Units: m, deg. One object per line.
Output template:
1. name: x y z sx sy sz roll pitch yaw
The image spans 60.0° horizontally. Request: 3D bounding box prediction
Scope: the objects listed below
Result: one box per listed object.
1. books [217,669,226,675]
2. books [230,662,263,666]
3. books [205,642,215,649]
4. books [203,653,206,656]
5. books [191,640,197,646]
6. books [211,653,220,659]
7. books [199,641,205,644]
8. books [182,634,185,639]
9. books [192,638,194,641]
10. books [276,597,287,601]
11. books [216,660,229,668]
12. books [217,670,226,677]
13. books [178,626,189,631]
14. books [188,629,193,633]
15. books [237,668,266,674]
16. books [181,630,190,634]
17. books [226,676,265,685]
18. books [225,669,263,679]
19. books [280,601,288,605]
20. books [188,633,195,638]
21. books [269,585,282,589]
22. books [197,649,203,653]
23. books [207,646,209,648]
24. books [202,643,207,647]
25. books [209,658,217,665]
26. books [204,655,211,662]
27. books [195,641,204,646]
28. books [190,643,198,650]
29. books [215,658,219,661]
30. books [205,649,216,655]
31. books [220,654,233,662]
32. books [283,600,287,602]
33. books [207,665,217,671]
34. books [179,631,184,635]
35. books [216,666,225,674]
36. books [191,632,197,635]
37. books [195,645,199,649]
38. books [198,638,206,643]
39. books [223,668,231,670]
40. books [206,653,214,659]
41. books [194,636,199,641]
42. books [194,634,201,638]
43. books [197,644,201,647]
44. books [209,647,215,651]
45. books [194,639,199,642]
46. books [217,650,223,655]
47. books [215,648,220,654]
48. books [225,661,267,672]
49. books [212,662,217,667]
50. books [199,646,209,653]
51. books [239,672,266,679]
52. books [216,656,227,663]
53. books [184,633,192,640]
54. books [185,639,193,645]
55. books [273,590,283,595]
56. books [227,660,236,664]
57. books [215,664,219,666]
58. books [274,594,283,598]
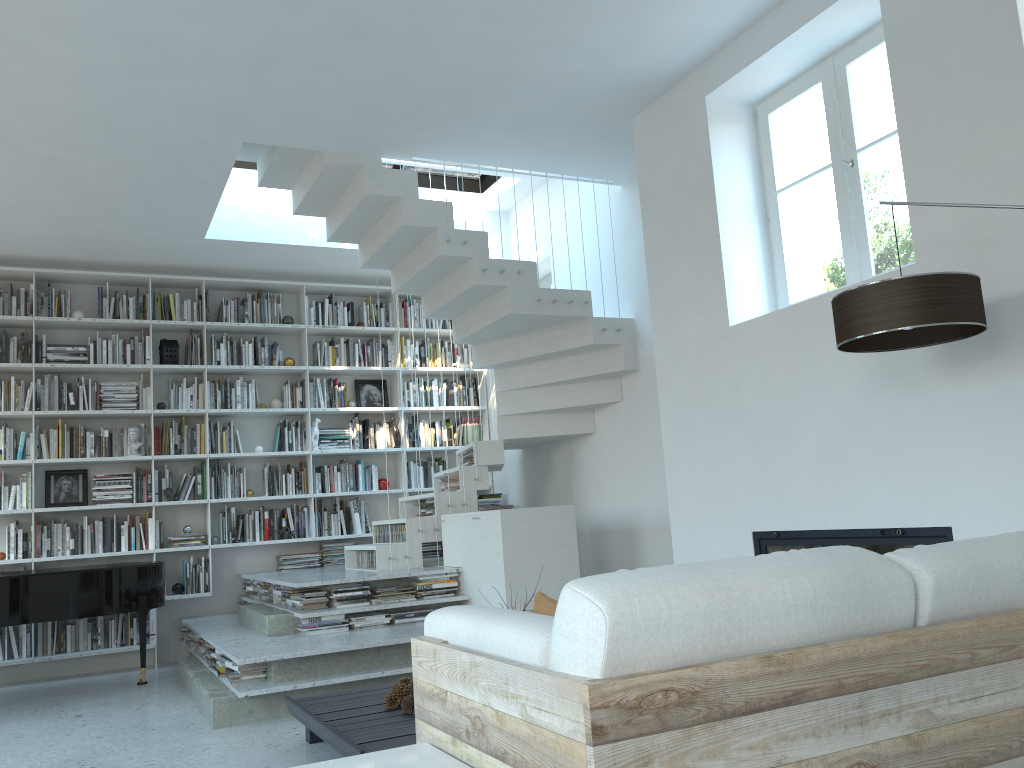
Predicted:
1. books: -1.597 1.654 5.148 0.178 0.009 0.277 0 -10 -28
2. books: -1.468 1.523 4.890 0.165 0.015 0.243 -1 -9 -22
3. books: -1.864 1.671 5.699 0.170 0.014 0.281 1 -10 -29
4. books: -1.990 1.813 5.963 0.161 0.008 0.254 -1 -9 -21
5. books: -2.258 1.894 6.519 0.172 0.014 0.221 0 -9 -25
6. books: -1.732 1.652 5.422 0.180 0.016 0.183 1 -10 -29
7. books: -1.998 1.731 5.973 0.165 0.014 0.236 1 -10 -31
8. books: -2.524 1.997 7.050 0.179 0.012 0.262 0 -9 -23
9. books: -2.264 1.858 6.522 0.171 0.020 0.194 -1 -9 -22
10. books: -1.547 1.490 6.195 0.167 0.024 0.192 0 -9 -25
11. books: -1.603 1.617 5.152 0.191 0.015 0.246 0 -9 -25
12. books: -1.605 1.666 5.142 0.191 0.016 0.209 -1 -9 -21
13. books: -2.535 1.938 7.055 0.191 0.013 0.244 1 -10 -30
14. books: -2.392 1.887 6.803 0.160 0.009 0.292 0 -9 -24
15. books: -1.447 1.567 4.893 0.137 0.019 0.225 0 -9 -25
16. books: -2.526 1.962 7.055 0.188 0.009 0.211 0 -10 -27
17. books: -1.466 1.616 4.875 0.184 0.017 0.230 0 -9 -24
18. books: -1.474 1.585 4.877 0.187 0.017 0.206 -1 -9 -21
19. books: -1.537 1.523 6.194 0.132 0.016 0.262 -1 -9 -21
20. books: -2.268 1.841 6.523 0.180 0.015 0.294 0 -10 -28
21. books: -1.570 1.411 6.197 0.192 0.014 0.257 1 -10 -30
22. books: -2.117 1.869 6.241 0.157 0.014 0.180 1 -10 -29
23. books: -1.985 1.751 5.976 0.155 0.009 0.298 0 -9 -25
24. books: -1.990 1.743 5.975 0.169 0.009 0.242 0 -9 -26
25. books: -1.733 1.683 5.417 0.189 0.013 0.215 0 -10 -28
26. books: -1.867 1.751 5.684 0.189 0.009 0.291 0 -9 -23
27. books: -2.125 1.817 6.246 0.159 0.011 0.246 1 -10 -30
28. books: -2.263 1.914 6.513 0.177 0.026 0.230 0 -9 -23
29. books: -1.729 1.664 5.422 0.171 0.007 0.261 0 -9 -23
30. books: -1.859 1.715 5.694 0.160 0.025 0.244 1 -10 -31
31. books: -1.482 1.499 4.888 0.192 0.014 0.257 1 -10 -30
32. books: -1.530 1.508 6.200 0.136 0.013 0.258 0 -9 -26
33. books: -1.735 1.721 5.409 0.193 0.005 0.225 1 -10 -30
34. books: -2.528 1.972 7.052 0.177 0.012 0.279 1 -10 -30
35. books: -1.603 1.647 5.146 0.191 0.006 0.275 0 -9 -24
36. books: -2.145 1.746 6.249 0.193 0.005 0.225 1 -10 -30
37. books: -2.122 1.848 6.242 0.159 0.012 0.293 1 -10 -29
38. books: -2.001 1.719 5.974 0.179 0.012 0.249 1 -10 -29
39. books: -1.590 1.641 5.154 0.170 0.006 0.268 0 -9 -26
40. books: -1.860 1.733 5.691 0.177 0.011 0.220 0 -9 -24
41. books: -2.138 1.782 6.246 0.182 0.016 0.199 -1 -9 -21
42. books: -2.132 1.767 6.251 0.171 0.015 0.253 1 -10 -29
43. books: -2.119 1.836 6.246 0.165 0.012 0.205 0 -9 -26
44. books: -1.851 1.694 5.702 0.142 0.017 0.239 1 -10 -30
45. books: -2.131 1.795 6.247 0.169 0.009 0.242 1 -10 -30
46. books: -1.608 1.547 5.161 0.182 0.016 0.257 0 -9 -23
47. books: -1.720 1.630 5.432 0.141 0.028 0.223 1 -10 -31
48. books: -1.467 1.544 4.888 0.156 0.027 0.288 1 -10 -31
49. books: -1.722 1.708 5.418 0.171 0.005 0.298 0 -10 -27
50. books: -1.995 1.775 5.967 0.182 0.013 0.288 0 -9 -25
51. books: -1.441 1.600 4.890 0.132 0.014 0.205 0 -9 -26
52. books: -1.603 1.593 5.156 0.168 0.013 0.281 1 -10 -31
53. books: -2.405 1.924 6.790 0.191 0.028 0.213 -1 -9 -22
54. books: -2.395 1.964 6.788 0.189 0.030 0.238 0 -9 -26
55. books: -1.556 1.449 6.198 0.174 0.029 0.250 0 -10 -28
56. books: -1.475 1.511 4.889 0.176 0.010 0.266 1 -10 -30
57. books: -1.727 1.693 5.418 0.180 0.008 0.268 0 -10 -27
58. books: -1.559 1.471 6.192 0.178 0.015 0.188 -1 -9 -21
